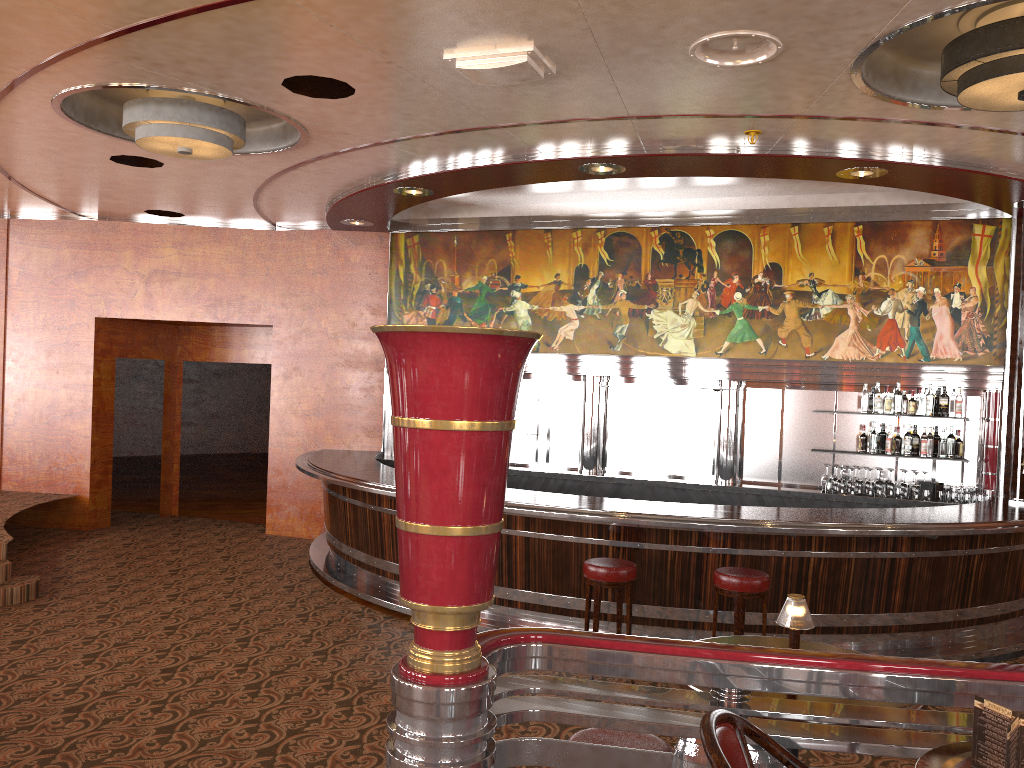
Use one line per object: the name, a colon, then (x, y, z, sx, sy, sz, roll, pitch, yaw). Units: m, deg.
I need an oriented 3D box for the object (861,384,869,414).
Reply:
object: (3.330, 0.137, 8.351, 0.067, 0.283, 0.067, 2, 1, -24)

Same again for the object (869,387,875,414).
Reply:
object: (3.432, 0.154, 8.426, 0.090, 0.256, 0.090, 3, 1, 42)

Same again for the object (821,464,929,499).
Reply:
object: (3.403, 0.918, 8.331, 0.951, 0.245, 0.396, 2, 0, 24)

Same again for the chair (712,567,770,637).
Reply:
chair: (1.451, 1.575, 5.662, 0.350, 0.755, 0.350, 2, 1, -28)

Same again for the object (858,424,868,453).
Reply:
object: (3.345, 0.522, 8.439, 0.080, 0.272, 0.080, 3, 1, 24)

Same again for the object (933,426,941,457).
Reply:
object: (3.959, 0.536, 8.288, 0.090, 0.293, 0.090, 2, 1, -36)

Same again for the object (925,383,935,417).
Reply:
object: (3.844, 0.147, 8.153, 0.078, 0.305, 0.078, 2, 1, 1)

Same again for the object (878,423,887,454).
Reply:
object: (3.520, 0.518, 8.421, 0.090, 0.293, 0.090, 2, 1, -1)

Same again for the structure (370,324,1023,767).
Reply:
structure: (1.832, 0.178, 2.269, 4.354, 3.606, 0.549, 2, 1, -5)

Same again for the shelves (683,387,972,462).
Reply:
shelves: (2.966, 0.368, 8.566, 2.593, 0.568, 0.339, 2, 1, 21)

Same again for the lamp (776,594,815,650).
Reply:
lamp: (0.981, 0.859, 3.077, 0.130, 0.250, 0.130, 3, 1, 41)

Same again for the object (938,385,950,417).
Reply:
object: (3.947, 0.158, 8.098, 0.090, 0.293, 0.090, 2, 1, -36)

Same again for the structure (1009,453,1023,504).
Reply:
structure: (4.462, 0.793, 7.533, 0.360, 0.540, 0.280, 3, 1, 41)

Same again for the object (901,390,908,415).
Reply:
object: (3.649, 0.173, 8.301, 0.068, 0.235, 0.212, 3, 1, 41)

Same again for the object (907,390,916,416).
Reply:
object: (3.707, 0.175, 8.214, 0.070, 0.238, 0.070, 2, 1, -5)

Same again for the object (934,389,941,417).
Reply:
object: (3.972, 0.176, 8.267, 0.090, 0.256, 0.090, 3, 1, 27)

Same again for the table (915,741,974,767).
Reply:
table: (1.135, 1.196, 1.765, 0.640, 0.720, 0.639, 2, 1, -27)

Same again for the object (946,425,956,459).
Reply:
object: (4.035, 0.534, 8.149, 0.078, 0.305, 0.078, 3, 1, 34)

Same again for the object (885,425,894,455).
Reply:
object: (3.536, 0.524, 8.301, 0.067, 0.283, 0.067, 2, 1, -14)

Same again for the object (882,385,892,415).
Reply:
object: (3.509, 0.150, 8.285, 0.080, 0.272, 0.080, 3, 1, 14)

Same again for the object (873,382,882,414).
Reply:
object: (3.429, 0.130, 8.314, 0.078, 0.305, 0.078, 2, 1, 11)

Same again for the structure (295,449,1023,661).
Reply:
structure: (0.871, 1.398, 7.588, 7.808, 1.047, 3.207, 2, 0, 21)

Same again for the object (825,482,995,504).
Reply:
object: (3.694, 0.985, 8.274, 1.424, 0.135, 0.403, 2, 0, 26)

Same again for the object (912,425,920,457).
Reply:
object: (3.763, 0.529, 8.287, 0.090, 0.293, 0.090, 3, 1, 14)

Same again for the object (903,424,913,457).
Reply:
object: (3.674, 0.519, 8.220, 0.078, 0.305, 0.078, 2, 1, -31)

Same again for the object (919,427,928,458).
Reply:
object: (3.786, 0.535, 8.150, 0.067, 0.283, 0.067, 2, 1, -5)

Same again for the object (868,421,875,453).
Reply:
object: (3.437, 0.509, 8.435, 0.078, 0.305, 0.206, 3, 1, 17)

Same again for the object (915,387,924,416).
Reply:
object: (3.807, 0.162, 8.278, 0.080, 0.272, 0.080, 2, 1, -11)

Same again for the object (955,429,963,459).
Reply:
object: (4.133, 0.554, 8.205, 0.080, 0.272, 0.080, 3, 1, 19)

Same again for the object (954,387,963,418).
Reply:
object: (4.069, 0.168, 8.074, 0.067, 0.283, 0.067, 3, 1, 32)

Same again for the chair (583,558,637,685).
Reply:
chair: (0.627, 1.542, 5.797, 0.350, 0.755, 0.350, 2, 1, -6)

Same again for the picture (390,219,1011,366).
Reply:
picture: (1.532, -0.944, 9.060, 6.253, 1.323, 0.001, 2, 1, 21)

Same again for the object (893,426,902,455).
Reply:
object: (3.634, 0.533, 8.352, 0.080, 0.272, 0.080, 3, 1, 24)

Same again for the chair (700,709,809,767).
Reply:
chair: (0.678, 1.129, 1.801, 0.615, 0.817, 0.588, 2, 1, 11)

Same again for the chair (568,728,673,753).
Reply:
chair: (0.334, 1.542, 2.869, 0.350, 0.755, 0.350, 2, 1, -21)

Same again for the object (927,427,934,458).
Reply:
object: (3.860, 0.538, 8.195, 0.067, 0.283, 0.067, 2, 1, -19)

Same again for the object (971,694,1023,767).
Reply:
object: (1.029, 0.752, 1.845, 0.195, 0.156, 0.169, 2, 1, -19)

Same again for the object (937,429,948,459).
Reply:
object: (3.951, 0.547, 8.132, 0.080, 0.272, 0.080, 3, 1, 24)

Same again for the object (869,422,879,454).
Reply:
object: (3.411, 0.508, 8.349, 0.078, 0.305, 0.078, 3, 1, 14)

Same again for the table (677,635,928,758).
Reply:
table: (0.949, 1.463, 3.063, 0.849, 0.960, 0.849, 3, 1, 23)

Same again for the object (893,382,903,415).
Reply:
object: (3.585, 0.136, 8.233, 0.078, 0.305, 0.078, 2, 1, 9)

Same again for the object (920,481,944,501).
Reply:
object: (3.832, 0.979, 8.130, 0.195, 0.156, 0.169, 2, 1, -44)
